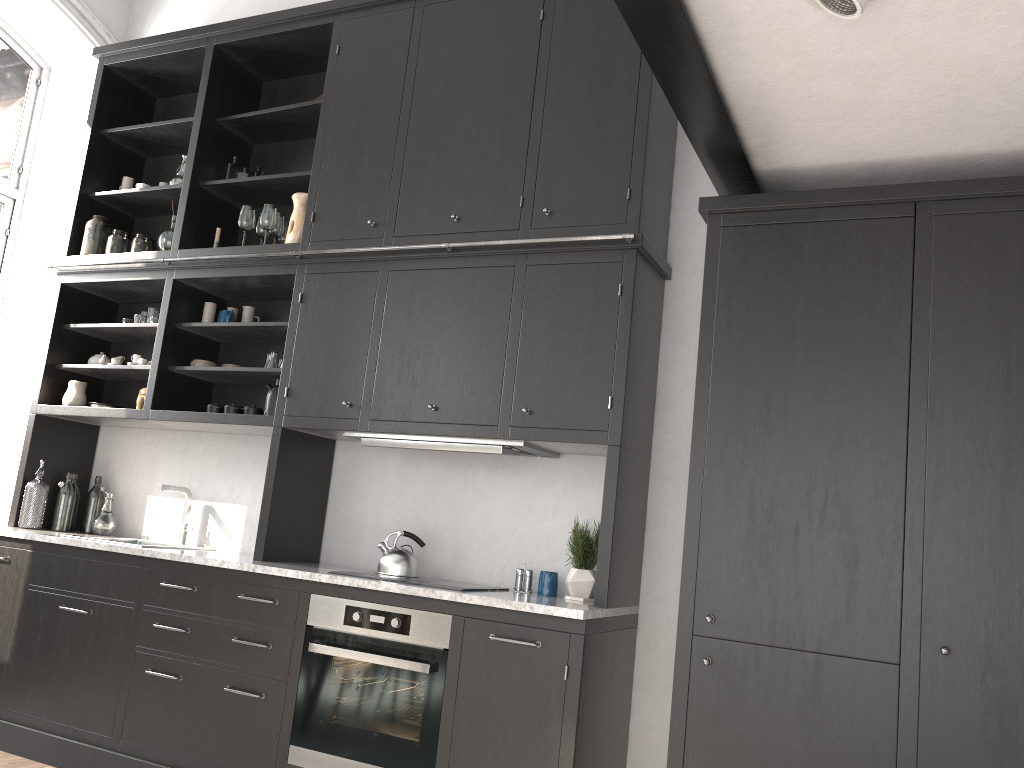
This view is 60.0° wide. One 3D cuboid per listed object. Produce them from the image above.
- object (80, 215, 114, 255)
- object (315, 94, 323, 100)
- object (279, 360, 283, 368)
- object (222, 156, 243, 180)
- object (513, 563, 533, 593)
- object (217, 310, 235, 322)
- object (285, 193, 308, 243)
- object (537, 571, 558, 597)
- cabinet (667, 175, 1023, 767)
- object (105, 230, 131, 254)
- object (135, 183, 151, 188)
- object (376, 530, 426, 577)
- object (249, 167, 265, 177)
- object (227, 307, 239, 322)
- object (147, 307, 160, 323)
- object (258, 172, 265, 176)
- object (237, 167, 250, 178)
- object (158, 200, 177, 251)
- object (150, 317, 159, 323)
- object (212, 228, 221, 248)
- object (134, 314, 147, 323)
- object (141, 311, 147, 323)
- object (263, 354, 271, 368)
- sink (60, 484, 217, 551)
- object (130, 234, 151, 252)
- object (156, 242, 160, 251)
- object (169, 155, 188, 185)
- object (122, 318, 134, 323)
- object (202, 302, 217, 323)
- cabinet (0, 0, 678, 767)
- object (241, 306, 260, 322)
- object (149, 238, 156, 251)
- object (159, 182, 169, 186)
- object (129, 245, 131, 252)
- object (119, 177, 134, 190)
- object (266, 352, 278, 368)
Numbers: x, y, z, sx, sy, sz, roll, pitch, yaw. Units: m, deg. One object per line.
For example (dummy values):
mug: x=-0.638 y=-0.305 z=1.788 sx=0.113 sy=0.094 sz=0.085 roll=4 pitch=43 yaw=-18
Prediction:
object: x=-2.221 y=-0.777 z=4.753 sx=0.118 sy=0.238 sz=0.119 roll=4 pitch=-10 yaw=11
object: x=-0.953 y=-1.390 z=4.462 sx=0.056 sy=0.121 sz=0.167 roll=14 pitch=-12 yaw=-39
object: x=-1.035 y=-0.131 z=4.139 sx=0.083 sy=0.157 sz=0.084 roll=4 pitch=-10 yaw=10
object: x=-1.445 y=-1.086 z=4.588 sx=0.084 sy=0.199 sz=0.065 roll=15 pitch=-13 yaw=-42
object: x=0.049 y=0.783 z=3.583 sx=0.080 sy=0.116 sz=0.040 roll=0 pitch=-11 yaw=30
object: x=-1.423 y=-0.314 z=4.404 sx=0.082 sy=0.093 sz=0.140 roll=8 pitch=-10 yaw=-9
object: x=-1.005 y=-0.761 z=4.176 sx=0.094 sy=0.266 sz=0.116 roll=10 pitch=-10 yaw=-22
object: x=0.142 y=0.791 z=3.513 sx=0.082 sy=0.093 sz=0.140 roll=3 pitch=-10 yaw=16
cabinet: x=1.276 y=0.599 z=2.815 sx=1.401 sy=2.368 sz=0.634 roll=2 pitch=-10 yaw=25
object: x=-2.088 y=-0.729 z=4.703 sx=0.114 sy=0.155 sz=0.114 roll=1 pitch=-11 yaw=29
object: x=-2.033 y=-1.045 z=4.886 sx=0.096 sy=0.095 sz=0.096 roll=12 pitch=-11 yaw=-30
object: x=-0.471 y=0.707 z=3.719 sx=0.171 sy=0.185 sz=0.171 roll=-1 pitch=-12 yaw=36
object: x=-1.345 y=-1.051 z=4.658 sx=0.065 sy=0.176 sz=0.084 roll=15 pitch=-13 yaw=-42
object: x=-1.440 y=-0.319 z=4.513 sx=0.082 sy=0.135 sz=0.059 roll=13 pitch=-12 yaw=-36
object: x=-1.861 y=-0.337 z=4.588 sx=0.061 sy=0.107 sz=0.060 roll=13 pitch=-12 yaw=-36
object: x=-1.289 y=-1.033 z=4.564 sx=0.045 sy=0.121 sz=0.058 roll=13 pitch=-12 yaw=-37
object: x=-1.374 y=-1.049 z=4.534 sx=0.053 sy=0.124 sz=0.041 roll=7 pitch=-9 yaw=-7
object: x=-1.713 y=-0.824 z=4.515 sx=0.134 sy=0.357 sz=0.134 roll=9 pitch=-10 yaw=-19
object: x=-1.817 y=-0.311 z=4.531 sx=0.072 sy=0.047 sz=0.072 roll=11 pitch=-11 yaw=-26
object: x=-1.483 y=-0.711 z=4.452 sx=0.123 sy=0.161 sz=0.123 roll=0 pitch=-12 yaw=34
object: x=-1.934 y=-0.322 z=4.605 sx=0.064 sy=0.069 sz=0.064 roll=9 pitch=-10 yaw=-16
object: x=-1.946 y=-0.326 z=4.701 sx=0.060 sy=0.107 sz=0.061 roll=7 pitch=-10 yaw=-7
object: x=-1.160 y=-0.095 z=4.236 sx=0.058 sy=0.094 sz=0.058 roll=10 pitch=-10 yaw=-25
sink: x=-1.752 y=0.727 z=4.241 sx=0.526 sy=0.504 sz=0.515 roll=2 pitch=-11 yaw=25
object: x=-1.974 y=-0.713 z=4.707 sx=0.096 sy=0.150 sz=0.097 roll=4 pitch=-10 yaw=14
object: x=-1.853 y=-0.709 z=4.757 sx=0.092 sy=0.184 sz=0.092 roll=-2 pitch=-12 yaw=40
object: x=-1.750 y=-1.106 z=4.725 sx=0.132 sy=0.219 sz=0.132 roll=6 pitch=-9 yaw=0
object: x=-2.008 y=-0.312 z=4.644 sx=0.072 sy=0.047 sz=0.072 roll=11 pitch=-11 yaw=-26
object: x=-1.523 y=-0.336 z=4.462 sx=0.059 sy=0.135 sz=0.082 roll=7 pitch=-10 yaw=-6
cabinet: x=-0.990 y=-0.051 z=4.018 sx=3.250 sy=3.578 sz=0.636 roll=2 pitch=-10 yaw=25
object: x=-1.317 y=-0.317 z=4.448 sx=0.082 sy=0.135 sz=0.059 roll=5 pitch=-10 yaw=9
object: x=-2.005 y=-0.704 z=4.852 sx=0.092 sy=0.184 sz=0.092 roll=8 pitch=-10 yaw=-9
object: x=-1.934 y=-1.048 z=4.920 sx=0.059 sy=0.135 sz=0.082 roll=14 pitch=-13 yaw=-41
object: x=-2.101 y=-0.687 z=4.949 sx=0.114 sy=0.155 sz=0.114 roll=9 pitch=-10 yaw=-18
object: x=-2.138 y=-1.071 z=4.913 sx=0.059 sy=0.135 sz=0.082 roll=13 pitch=-12 yaw=-36
object: x=-1.125 y=-0.103 z=4.172 sx=0.058 sy=0.094 sz=0.058 roll=10 pitch=-10 yaw=-25
